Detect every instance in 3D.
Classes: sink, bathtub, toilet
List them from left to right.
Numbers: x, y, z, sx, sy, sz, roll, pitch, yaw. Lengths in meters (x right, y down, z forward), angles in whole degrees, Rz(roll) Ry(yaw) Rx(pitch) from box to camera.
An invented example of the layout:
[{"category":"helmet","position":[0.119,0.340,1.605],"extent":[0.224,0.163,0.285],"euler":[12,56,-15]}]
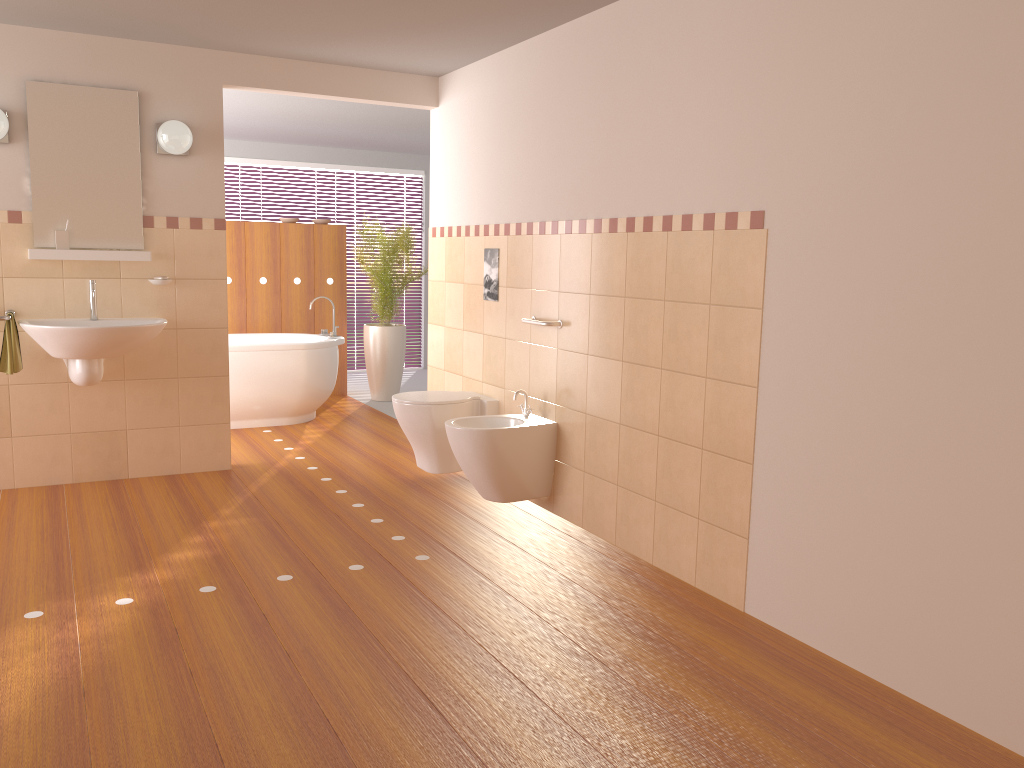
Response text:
[{"category":"sink","position":[-2.040,-0.245,4.355],"extent":[0.683,0.516,0.539],"euler":[-3,9,-28]},{"category":"bathtub","position":[-2.124,-0.179,6.393],"extent":[1.874,0.900,0.888],"euler":[-3,9,-28]},{"category":"toilet","position":[-0.388,0.259,4.807],"extent":[0.534,0.400,0.375],"euler":[-3,9,-28]},{"category":"sink","position":[-0.071,0.291,4.223],"extent":[0.515,0.517,0.335],"euler":[-3,9,-28]}]

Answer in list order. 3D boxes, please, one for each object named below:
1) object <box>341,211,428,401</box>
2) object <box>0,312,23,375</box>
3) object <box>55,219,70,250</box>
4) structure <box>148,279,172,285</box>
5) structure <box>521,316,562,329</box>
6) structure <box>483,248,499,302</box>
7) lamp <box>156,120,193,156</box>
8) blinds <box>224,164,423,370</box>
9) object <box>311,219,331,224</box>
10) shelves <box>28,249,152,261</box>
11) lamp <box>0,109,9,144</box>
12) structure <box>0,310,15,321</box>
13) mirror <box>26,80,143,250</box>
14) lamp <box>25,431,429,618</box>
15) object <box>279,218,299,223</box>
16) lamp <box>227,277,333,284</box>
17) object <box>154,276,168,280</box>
[{"category":"object","position":[-0.967,-0.635,7.449],"extent":[0.683,1.557,1.335],"euler":[2,8,5]},{"category":"object","position":[-2.408,-0.199,4.276],"extent":[0.085,0.306,0.181],"euler":[0,8,-12]},{"category":"object","position":[-2.229,-0.742,4.397],"extent":[0.063,0.149,0.073],"euler":[-3,9,-28]},{"category":"structure","position":[-1.848,-0.534,4.665],"extent":[0.117,0.029,0.092],"euler":[-3,9,-28]},{"category":"structure","position":[0.130,-0.295,4.240],"extent":[0.091,0.042,0.295],"euler":[-3,9,-28]},{"category":"structure","position":[-0.112,-0.586,4.756],"extent":[0.005,0.279,0.170],"euler":[-3,9,-28]},{"category":"lamp","position":[-1.731,-1.263,4.550],"extent":[0.173,0.173,0.209],"euler":[-3,9,-28]},{"category":"blinds","position":[-3.052,-1.076,8.422],"extent":[4.712,2.022,0.032],"euler":[-3,9,-28]},{"category":"object","position":[-1.626,-1.377,7.558],"extent":[0.173,0.046,0.173],"euler":[-3,9,-28]},{"category":"shelves","position":[-2.124,-0.650,4.475],"extent":[0.554,0.050,0.138],"euler":[-3,9,-28]},{"category":"lamp","position":[-2.462,-1.225,4.168],"extent":[0.173,0.173,0.209],"euler":[-3,9,-28]},{"category":"structure","position":[-2.459,-0.324,4.235],"extent":[0.142,0.042,0.333],"euler":[-3,9,-28]},{"category":"mirror","position":[-2.139,-1.085,4.460],"extent":[0.502,0.799,0.008],"euler":[-3,9,-28]},{"category":"lamp","position":[-2.406,0.588,4.138],"extent":[3.173,0.001,2.893],"euler":[-3,9,-28]},{"category":"object","position":[-1.867,-1.365,7.432],"extent":[0.173,0.046,0.173],"euler":[-3,9,-28]},{"category":"lamp","position":[-2.039,-0.847,7.269],"extent":[1.169,0.052,0.001],"euler":[-3,9,-28]},{"category":"object","position":[-1.846,-0.556,4.663],"extent":[0.075,0.023,0.050],"euler":[5,9,27]}]
